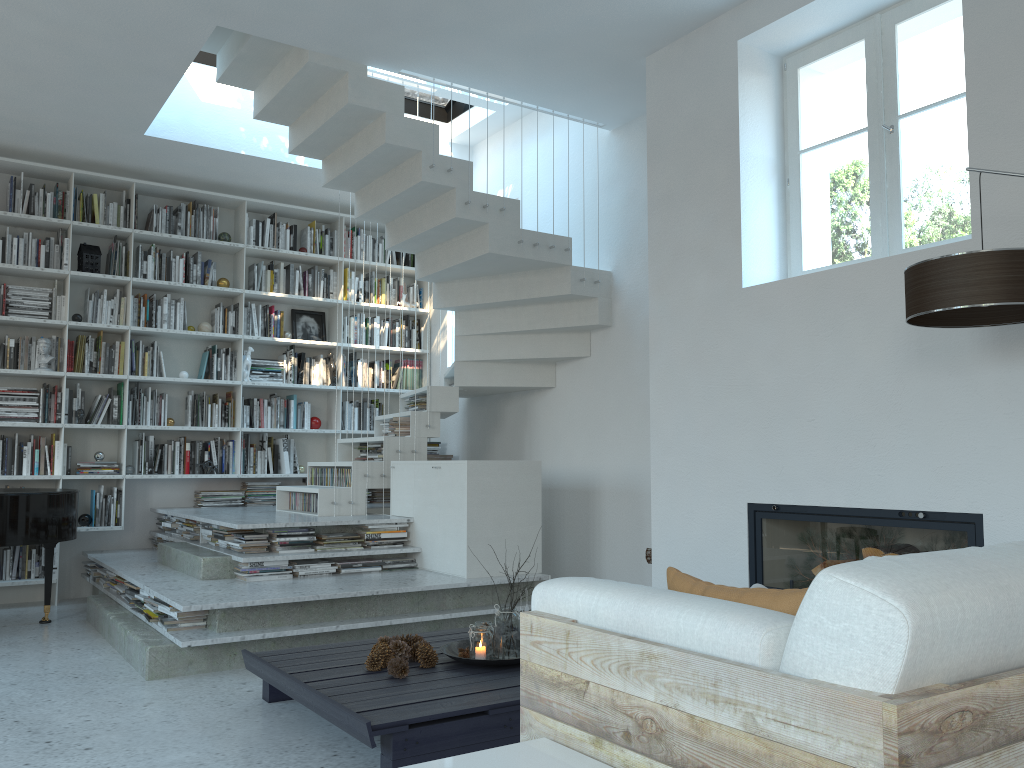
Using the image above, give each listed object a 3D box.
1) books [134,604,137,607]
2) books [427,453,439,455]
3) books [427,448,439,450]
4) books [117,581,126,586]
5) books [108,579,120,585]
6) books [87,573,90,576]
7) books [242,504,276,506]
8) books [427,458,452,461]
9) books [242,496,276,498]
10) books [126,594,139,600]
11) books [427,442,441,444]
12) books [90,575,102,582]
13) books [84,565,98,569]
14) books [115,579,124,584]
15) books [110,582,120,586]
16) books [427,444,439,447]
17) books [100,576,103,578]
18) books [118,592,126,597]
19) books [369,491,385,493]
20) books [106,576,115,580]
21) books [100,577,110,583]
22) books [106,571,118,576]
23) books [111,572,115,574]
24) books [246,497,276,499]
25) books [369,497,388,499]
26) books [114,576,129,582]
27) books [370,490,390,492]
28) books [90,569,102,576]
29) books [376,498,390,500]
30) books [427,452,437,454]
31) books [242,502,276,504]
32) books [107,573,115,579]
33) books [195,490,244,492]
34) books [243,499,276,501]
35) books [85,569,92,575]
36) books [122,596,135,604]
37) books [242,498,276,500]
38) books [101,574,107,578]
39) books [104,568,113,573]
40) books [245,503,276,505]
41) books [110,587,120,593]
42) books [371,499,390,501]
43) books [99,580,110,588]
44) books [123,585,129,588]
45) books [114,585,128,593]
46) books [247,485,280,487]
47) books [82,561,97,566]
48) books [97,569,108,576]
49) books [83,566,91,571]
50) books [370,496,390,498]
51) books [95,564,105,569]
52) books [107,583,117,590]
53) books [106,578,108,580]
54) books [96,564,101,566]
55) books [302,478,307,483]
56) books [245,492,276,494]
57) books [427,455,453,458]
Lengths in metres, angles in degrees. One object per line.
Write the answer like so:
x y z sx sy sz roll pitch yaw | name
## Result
-2.137 1.272 5.185 0.142 0.012 0.291 3 -6 -29 | books
-0.751 0.602 7.619 0.192 0.008 0.161 3 -6 -33 | books
-0.754 0.561 7.627 0.206 0.014 0.150 3 -6 -33 | books
-2.310 1.218 5.446 0.169 0.009 0.242 3 -6 -33 | books
-2.484 1.265 5.701 0.159 0.011 0.246 4 -7 -37 | books
-2.985 1.385 6.457 0.172 0.016 0.241 3 -6 -33 | books
-2.062 0.985 7.256 0.285 0.007 0.159 3 -6 -33 | books
-0.644 0.633 7.446 0.234 0.025 0.157 4 -6 -37 | books
-2.056 0.923 7.254 0.285 0.007 0.159 4 -7 -37 | books
-2.146 1.236 5.181 0.177 0.011 0.220 3 -6 -31 | books
-0.750 0.509 7.625 0.229 0.011 0.159 4 -6 -34 | books
-2.831 1.356 6.209 0.189 0.030 0.238 3 -6 -33 | books
-2.993 1.327 6.456 0.188 0.009 0.211 4 -6 -34 | books
-2.317 1.206 5.443 0.165 0.014 0.236 4 -7 -38 | books
-2.480 1.284 5.702 0.165 0.012 0.205 3 -6 -33 | books
-0.758 0.529 7.635 0.232 0.025 0.123 4 -6 -36 | books
-2.821 1.336 6.217 0.147 0.012 0.206 4 -7 -38 | books
-2.316 1.288 5.437 0.161 0.008 0.254 3 -6 -28 | books
-1.088 0.958 7.899 0.328 0.008 0.207 3 -6 -30 | books
-2.488 1.241 5.700 0.169 0.009 0.242 4 -7 -37 | books
-2.656 1.314 5.958 0.172 0.014 0.221 3 -6 -32 | books
-2.488 1.214 5.702 0.171 0.015 0.253 4 -6 -36 | books
-2.485 1.201 5.705 0.174 0.011 0.228 4 -6 -34 | books
-2.056 0.930 7.253 0.254 0.007 0.161 4 -7 -37 | books
-1.087 1.011 7.892 0.368 0.007 0.206 3 -6 -27 | books
-2.320 1.193 5.442 0.179 0.012 0.249 4 -6 -36 | books
-1.090 0.951 7.902 0.368 0.007 0.206 2 -6 -25 | books
-2.837 1.315 6.208 0.191 0.028 0.213 3 -6 -29 | books
-1.093 1.019 7.901 0.328 0.008 0.207 3 -6 -33 | books
-0.758 0.593 7.630 0.182 0.011 0.131 4 -6 -35 | books
-2.062 0.972 7.257 0.254 0.007 0.161 3 -6 -33 | books
-2.494 1.229 5.697 0.182 0.016 0.199 3 -6 -28 | books
-2.336 0.856 7.079 0.346 0.007 0.193 3 -6 -31 | books
-2.055 0.944 7.253 0.254 0.007 0.161 4 -7 -37 | books
-2.994 1.363 6.453 0.179 0.012 0.262 3 -6 -30 | books
-2.154 1.253 5.175 0.189 0.009 0.291 3 -6 -30 | books
-2.058 0.937 7.257 0.285 0.007 0.159 3 -6 -31 | books
-2.660 1.278 5.958 0.171 0.020 0.193 3 -6 -29 | books
-2.498 1.192 5.697 0.193 0.005 0.225 4 -7 -37 | books
-2.057 0.978 7.249 0.254 0.007 0.161 3 -6 -29 | books
-2.480 1.317 5.699 0.157 0.014 0.180 4 -6 -36 | books
-1.089 1.027 7.893 0.328 0.008 0.207 3 -6 -30 | books
-2.662 1.334 5.952 0.177 0.026 0.230 3 -6 -30 | books
-2.307 1.227 5.448 0.155 0.009 0.297 3 -6 -32 | books
-2.318 1.250 5.439 0.182 0.013 0.287 3 -6 -32 | books
-2.054 0.834 7.259 0.254 0.005 0.161 4 -7 -38 | books
-3.000 1.303 6.454 0.191 0.013 0.243 4 -7 -37 | books
-2.662 1.260 5.958 0.180 0.015 0.294 4 -6 -35 | books
-2.995 1.338 6.454 0.177 0.012 0.278 4 -7 -37 | books
-1.089 1.004 7.895 0.328 0.008 0.207 3 -6 -30 | books
-2.823 1.279 6.220 0.160 0.009 0.291 3 -6 -31 | books
-2.484 1.296 5.699 0.159 0.012 0.292 4 -6 -36 | books
-2.645 1.304 5.966 0.149 0.007 0.300 3 -6 -33 | books
-2.815 1.273 6.226 0.126 0.005 0.290 4 -7 -38 | books
-1.630 0.817 7.504 0.204 0.035 0.267 3 -6 -32 | books
-2.061 0.889 7.264 0.285 0.007 0.159 3 -6 -33 | books
-0.647 0.608 7.453 0.267 0.026 0.161 3 -6 -28 | books
